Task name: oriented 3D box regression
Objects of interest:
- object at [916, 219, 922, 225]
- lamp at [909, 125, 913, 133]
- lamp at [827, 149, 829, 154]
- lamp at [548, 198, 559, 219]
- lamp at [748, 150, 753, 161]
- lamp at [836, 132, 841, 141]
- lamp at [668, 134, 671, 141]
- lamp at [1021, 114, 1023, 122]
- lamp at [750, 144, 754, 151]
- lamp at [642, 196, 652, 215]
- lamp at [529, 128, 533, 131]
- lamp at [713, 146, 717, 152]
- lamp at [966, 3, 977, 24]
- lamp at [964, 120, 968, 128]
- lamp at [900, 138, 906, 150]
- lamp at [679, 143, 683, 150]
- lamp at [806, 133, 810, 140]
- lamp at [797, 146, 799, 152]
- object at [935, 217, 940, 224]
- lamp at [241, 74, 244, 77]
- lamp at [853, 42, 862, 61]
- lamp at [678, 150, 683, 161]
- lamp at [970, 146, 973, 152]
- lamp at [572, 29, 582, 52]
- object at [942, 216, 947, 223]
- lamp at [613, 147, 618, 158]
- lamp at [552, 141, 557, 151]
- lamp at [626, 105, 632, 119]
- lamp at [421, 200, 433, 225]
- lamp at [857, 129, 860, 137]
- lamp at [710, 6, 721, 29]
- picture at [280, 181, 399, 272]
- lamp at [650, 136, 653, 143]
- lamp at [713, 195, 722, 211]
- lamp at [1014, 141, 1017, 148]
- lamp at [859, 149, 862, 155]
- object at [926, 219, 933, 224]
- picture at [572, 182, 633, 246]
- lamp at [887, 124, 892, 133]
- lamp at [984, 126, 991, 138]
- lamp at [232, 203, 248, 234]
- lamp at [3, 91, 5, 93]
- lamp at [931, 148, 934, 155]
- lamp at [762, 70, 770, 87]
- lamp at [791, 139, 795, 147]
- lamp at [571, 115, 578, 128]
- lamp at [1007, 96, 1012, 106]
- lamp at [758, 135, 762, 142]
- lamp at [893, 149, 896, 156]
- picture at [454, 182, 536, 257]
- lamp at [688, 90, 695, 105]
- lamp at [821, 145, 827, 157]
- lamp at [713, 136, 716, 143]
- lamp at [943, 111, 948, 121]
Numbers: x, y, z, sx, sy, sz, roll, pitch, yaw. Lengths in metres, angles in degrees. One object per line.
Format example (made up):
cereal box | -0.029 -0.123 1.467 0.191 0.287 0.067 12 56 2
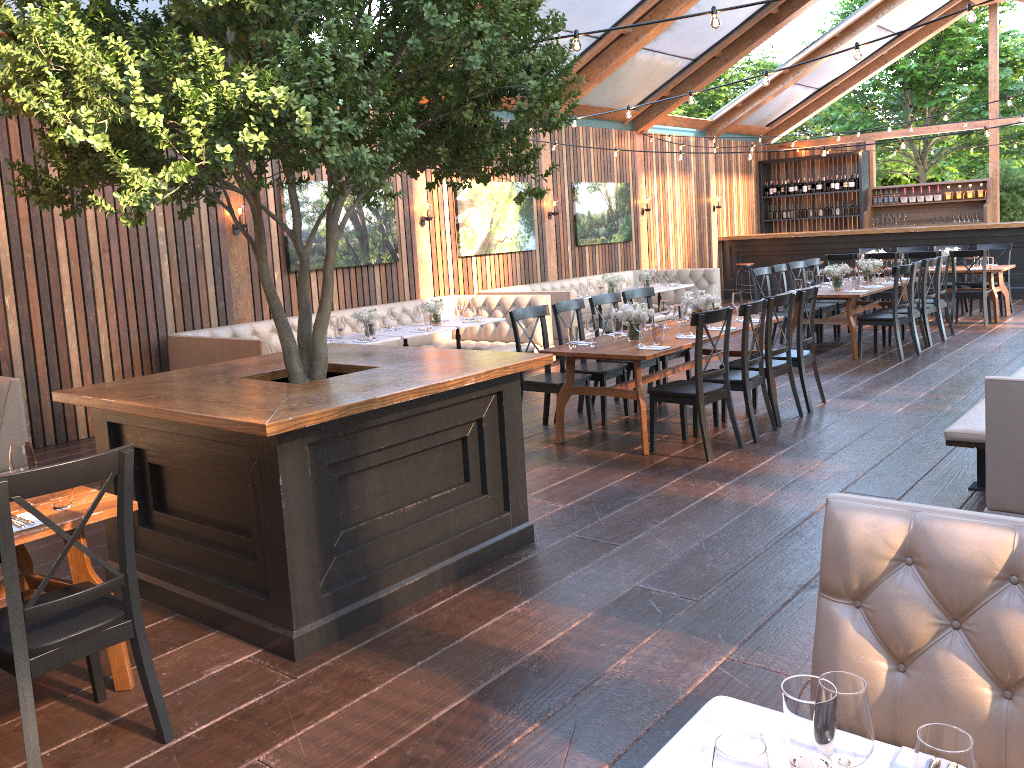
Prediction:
object | 8.146 -3.245 17.732 0.124 0.096 0.124 -10 11 -39
lamp | 6.219 -3.978 13.780 0.057 0.119 0.056 -10 9 -44
lamp | 6.592 -4.856 18.457 0.058 0.119 0.057 -4 7 -6
lamp | 0.637 -2.667 13.432 0.178 0.318 0.147 2 9 39
lamp | 2.590 -2.491 9.627 0.056 0.120 0.056 -8 8 -31
lamp | 4.470 -3.382 12.114 0.056 0.120 0.057 -3 7 8
lamp | 2.715 -4.244 15.249 0.056 0.119 0.057 -3 7 1
lamp | 7.628 -3.968 13.215 0.056 0.120 0.056 -8 8 -31
lamp | 3.632 -3.569 13.378 0.056 0.120 0.057 -6 7 -16
lamp | 2.371 -3.138 15.542 0.178 0.318 0.147 2 9 39
lamp | 0.185 -2.646 9.049 0.056 0.120 0.056 -7 8 -29
lamp | 3.212 -3.714 14.008 0.056 0.120 0.056 -8 8 -34
lamp | 2.732 -2.207 5.265 0.056 0.120 0.056 -9 9 -38
lamp | 6.924 -3.972 13.501 0.056 0.120 0.056 -7 7 -24
lamp | 4.005 -2.459 9.059 0.056 0.120 0.057 2 9 38
lamp | 2.792 -3.925 14.622 0.066 0.117 0.057 -6 7 -21
lamp | 4.812 -4.019 14.379 0.056 0.119 0.057 -4 7 0
lamp | 6.152 -5.057 19.051 0.056 0.117 0.067 0 8 26
object | 8.364 -3.215 17.376 0.097 0.133 0.098 0 8 26
lamp | -1.748 -1.972 5.800 0.057 0.118 0.060 -7 8 -26
lamp | 2.303 -2.216 5.894 0.056 0.120 0.056 -9 9 -41
lamp | 1.892 -2.564 9.931 0.056 0.120 0.057 0 8 27
lamp | 8.298 -4.243 15.968 0.059 0.118 0.057 -2 7 12
lamp | 0.359 -1.906 4.913 0.056 0.120 0.057 -1 7 20
object | 8.455 -3.206 17.294 0.097 0.133 0.098 0 8 26
lamp | 1.193 -2.674 10.224 0.056 0.120 0.056 -6 7 -22
lamp | 0.500 -2.826 10.512 0.056 0.115 0.071 -7 8 -28
lamp | 1.026 -2.394 7.786 0.056 0.120 0.056 -8 8 -35
lamp | -1.086 -2.198 11.336 0.178 0.318 0.147 2 9 39
lamp | 5.514 -3.993 14.085 0.056 0.119 0.057 -4 7 -4
lamp | 1.061 -1.915 4.617 0.056 0.119 0.057 0 8 27
picture | -1.968 -1.866 10.333 0.065 0.990 1.662 1 10 39
lamp | 2.398 -4.215 15.229 0.056 0.117 0.065 -4 7 0
lamp | 4.111 -3.612 17.659 0.178 0.318 0.147 2 9 39
lamp | 8.733 -4.152 15.349 0.056 0.120 0.057 -3 7 8
lamp | 7.017 -4.671 17.837 0.062 0.118 0.056 -10 10 -44
object | 8.252 -3.209 17.486 0.124 0.096 0.124 -10 11 -39
picture | 1.511 -2.816 14.586 0.065 0.990 1.662 1 10 39
lamp | 4.897 -3.318 11.473 0.057 0.119 0.057 1 8 33
lamp | 4.714 -2.500 8.772 0.056 0.119 0.057 -4 7 0
lamp | -2.832 -1.723 9.212 0.178 0.318 0.147 2 9 39
lamp | -3.839 -2.256 6.675 0.057 0.117 0.064 -10 9 -41
lamp | 7.887 -4.366 16.606 0.056 0.120 0.056 -6 7 -17
lamp | 1.870 -2.254 6.523 0.056 0.120 0.057 -5 7 -9
lamp | 4.043 -3.466 12.739 0.056 0.118 0.060 -1 7 19
lamp | 0.594 -2.493 8.404 0.067 0.116 0.057 -3 7 3
lamp | 5.746 -3.270 10.222 0.056 0.120 0.057 -2 7 15
lamp | 4.110 -4.065 14.672 0.056 0.118 0.059 -4 7 -7
lamp | 7.445 -4.507 17.220 0.056 0.118 0.061 2 9 39
picture | -0.213 -2.345 12.478 0.065 0.990 1.662 1 10 39
lamp | 1.453 -2.316 7.154 0.056 0.120 0.057 -2 7 15
lamp | 3.299 -2.460 9.353 0.056 0.119 0.056 3 10 45
lamp | 3.423 -4.141 14.974 0.057 0.118 0.061 -8 8 -34
lamp | 5.318 -3.283 10.845 0.056 0.120 0.056 -8 8 -36
